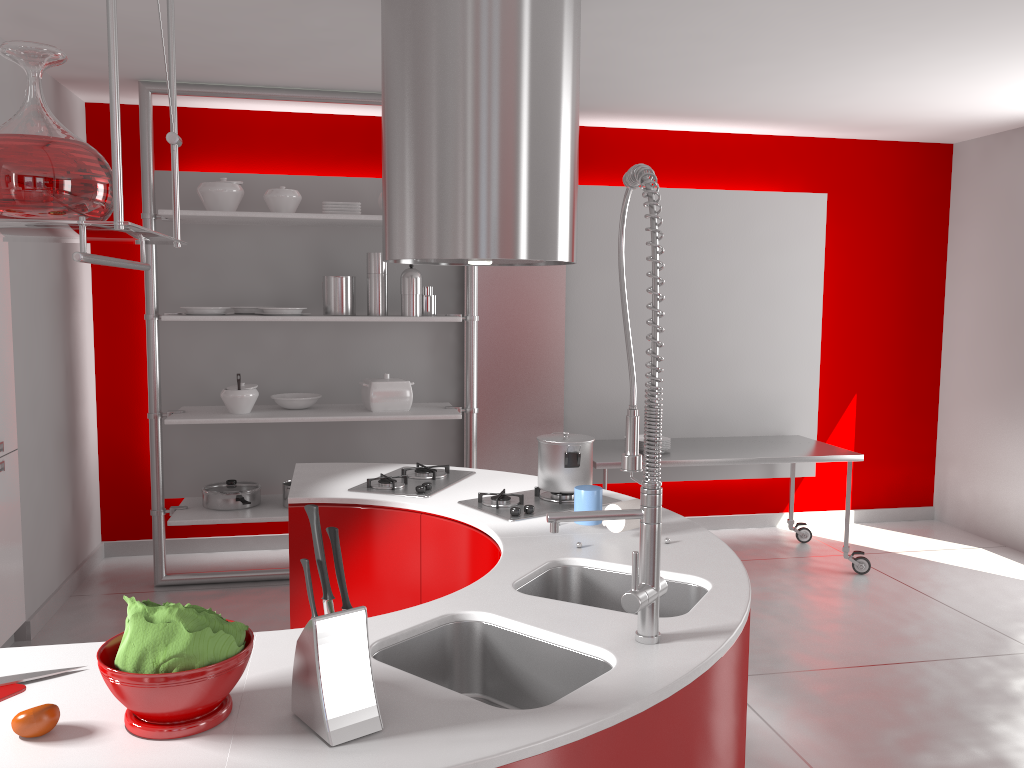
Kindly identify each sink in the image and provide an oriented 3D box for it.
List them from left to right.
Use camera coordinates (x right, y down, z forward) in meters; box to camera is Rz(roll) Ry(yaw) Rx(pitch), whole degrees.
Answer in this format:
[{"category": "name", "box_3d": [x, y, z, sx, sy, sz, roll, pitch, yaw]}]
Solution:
[{"category": "sink", "box_3d": [-0.040, 0.605, 1.654, 0.428, 0.172, 0.326, 5, 7, 39]}, {"category": "sink", "box_3d": [0.231, 0.568, 2.058, 0.428, 0.172, 0.326, 3, 6, 28]}]

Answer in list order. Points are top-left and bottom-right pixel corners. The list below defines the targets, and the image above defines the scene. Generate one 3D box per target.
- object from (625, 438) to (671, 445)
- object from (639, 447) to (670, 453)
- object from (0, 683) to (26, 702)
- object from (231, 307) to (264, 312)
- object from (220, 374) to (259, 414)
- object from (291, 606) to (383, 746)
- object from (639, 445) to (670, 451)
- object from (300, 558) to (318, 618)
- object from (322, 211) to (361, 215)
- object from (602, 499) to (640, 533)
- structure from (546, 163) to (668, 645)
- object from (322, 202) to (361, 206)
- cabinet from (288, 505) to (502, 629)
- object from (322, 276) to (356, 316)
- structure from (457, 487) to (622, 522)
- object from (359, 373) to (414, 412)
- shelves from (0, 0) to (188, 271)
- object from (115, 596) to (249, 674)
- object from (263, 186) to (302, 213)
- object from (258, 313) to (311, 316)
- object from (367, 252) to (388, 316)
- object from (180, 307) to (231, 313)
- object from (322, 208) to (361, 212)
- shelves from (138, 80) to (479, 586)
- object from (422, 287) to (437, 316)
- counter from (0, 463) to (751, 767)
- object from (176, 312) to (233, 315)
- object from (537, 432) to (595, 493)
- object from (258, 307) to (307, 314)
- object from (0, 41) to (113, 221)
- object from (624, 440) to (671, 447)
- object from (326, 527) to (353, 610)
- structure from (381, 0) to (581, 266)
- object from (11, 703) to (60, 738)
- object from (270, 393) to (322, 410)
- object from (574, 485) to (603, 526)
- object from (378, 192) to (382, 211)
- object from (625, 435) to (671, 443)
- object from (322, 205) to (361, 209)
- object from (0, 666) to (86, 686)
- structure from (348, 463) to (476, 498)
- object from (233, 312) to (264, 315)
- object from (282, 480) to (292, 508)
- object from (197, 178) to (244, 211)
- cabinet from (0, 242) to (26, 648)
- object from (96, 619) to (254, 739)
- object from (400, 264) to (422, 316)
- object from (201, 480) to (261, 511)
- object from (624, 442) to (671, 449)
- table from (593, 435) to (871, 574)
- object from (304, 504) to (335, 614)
[{"category": "object", "box_3d": [0.764, 0.324, 5.004, 0.228, 0.020, 0.228, -3, 6, -29]}, {"category": "object", "box_3d": [0.764, 0.365, 5.008, 0.228, 0.020, 0.228, -3, 6, -29]}, {"category": "object", "box_3d": [-0.956, 0.510, 1.437, 0.266, 0.006, 0.168, 2, 6, 15]}, {"category": "object", "box_3d": [-1.391, -0.393, 4.757, 0.244, 0.042, 0.244, -1, 6, -19]}, {"category": "object", "box_3d": [-1.417, 0.045, 4.615, 0.192, 0.214, 0.192, -2, 6, -25]}, {"category": "object", "box_3d": [-0.271, 0.433, 1.367, 0.091, 0.178, 0.137, -4, 7, -38]}, {"category": "object", "box_3d": [0.764, 0.355, 5.007, 0.228, 0.020, 0.228, -3, 6, -29]}, {"category": "object", "box_3d": [-0.302, 0.371, 1.359, 0.009, 0.197, 0.091, -4, 7, -40]}, {"category": "object", "box_3d": [-0.898, -0.888, 4.680, 0.200, 0.030, 0.200, -1, 6, -11]}, {"category": "object", "box_3d": [0.305, 0.362, 2.456, 0.100, 0.080, 0.109, -4, 7, -41]}, {"category": "structure", "box_3d": [0.216, 0.033, 1.713, 0.178, 0.920, 0.308, 4, 7, 32]}, {"category": "object", "box_3d": [-0.898, -0.934, 4.676, 0.200, 0.030, 0.200, -1, 6, -11]}, {"category": "cabinet", "box_3d": [-0.737, 0.866, 2.032, 1.025, 0.761, 1.875, 4, 7, 34]}, {"category": "object", "box_3d": [-0.915, -0.464, 4.673, 0.184, 0.205, 0.172, 0, 6, -6]}, {"category": "structure", "box_3d": [0.091, 0.364, 2.852, 0.457, 0.037, 0.303, -4, 7, -36]}, {"category": "object", "box_3d": [-0.681, 0.042, 4.819, 0.282, 0.197, 0.235, -2, 6, -21]}, {"category": "shelves", "box_3d": [-0.980, -0.680, 1.205, 0.934, 1.023, 0.462, -1, 6, -11]}, {"category": "object", "box_3d": [-0.511, 0.409, 1.383, 0.198, 0.182, 0.193, 0, 6, -6]}, {"category": "object", "box_3d": [-1.187, -0.944, 4.594, 0.192, 0.153, 0.192, 1, 6, 2]}, {"category": "object", "box_3d": [-1.178, -0.358, 4.561, 0.280, 0.015, 0.280, 2, 6, 18]}, {"category": "object", "box_3d": [-0.708, -0.523, 4.664, 0.109, 0.329, 0.110, -1, 6, -13]}, {"category": "object", "box_3d": [-1.554, -0.369, 4.499, 0.244, 0.042, 0.244, -2, 6, -27]}, {"category": "object", "box_3d": [-0.898, -0.903, 4.679, 0.200, 0.030, 0.200, -1, 6, -11]}, {"category": "shelves", "box_3d": [-1.035, -0.234, 4.729, 1.735, 2.599, 0.535, -1, 6, -11]}, {"category": "object", "box_3d": [-0.474, -0.454, 4.859, 0.127, 0.157, 0.127, 0, 6, -1]}, {"category": "counter", "box_3d": [-0.464, 0.899, 2.047, 1.868, 0.880, 2.865, 3, 6, 22]}, {"category": "object", "box_3d": [-1.554, -0.355, 4.500, 0.280, 0.015, 0.280, 3, 6, 26]}, {"category": "object", "box_3d": [0.174, 0.249, 2.897, 0.218, 0.185, 0.189, 5, 7, 41]}, {"category": "object", "box_3d": [-1.178, -0.372, 4.560, 0.244, 0.042, 0.244, -2, 6, -27]}, {"category": "object", "box_3d": [-0.703, -0.359, 1.312, 0.213, 0.266, 0.213, 2, 6, 17]}, {"category": "object", "box_3d": [0.764, 0.334, 5.005, 0.228, 0.020, 0.228, -3, 6, -29]}, {"category": "object", "box_3d": [-0.260, 0.370, 1.393, 0.012, 0.279, 0.130, -4, 7, -40]}, {"category": "structure", "box_3d": [-0.102, -0.875, 2.916, 0.644, 0.958, 0.644, -5, 8, -45]}, {"category": "object", "box_3d": [-0.712, 0.501, 1.327, 0.064, 0.048, 0.063, -3, 7, -33]}, {"category": "object", "box_3d": [-1.173, 0.099, 4.820, 0.272, 0.072, 0.272, 6, 8, 42]}, {"category": "object", "box_3d": [0.208, 0.344, 2.541, 0.080, 0.100, 0.109, -4, 7, -38]}, {"category": "object", "box_3d": [-0.575, -0.990, 4.769, 0.287, 0.222, 0.287, 4, 7, 33]}, {"category": "object", "box_3d": [0.764, 0.314, 5.003, 0.228, 0.020, 0.228, -3, 6, -29]}, {"category": "object", "box_3d": [-0.898, -0.918, 4.677, 0.200, 0.030, 0.200, -1, 6, -11]}, {"category": "object", "box_3d": [-0.906, 0.501, 1.465, 0.375, 0.008, 0.041, -3, 7, -34]}, {"category": "structure", "box_3d": [-0.345, 0.330, 3.159, 0.303, 0.037, 0.457, 2, 6, 19]}, {"category": "object", "box_3d": [-1.391, -0.379, 4.758, 0.280, 0.015, 0.280, 3, 6, 26]}, {"category": "object", "box_3d": [-1.141, 0.591, 4.766, 0.196, 0.122, 0.182, 5, 7, 36]}, {"category": "object", "box_3d": [-1.488, -0.959, 4.531, 0.231, 0.191, 0.231, 4, 6, 29]}, {"category": "cabinet", "box_3d": [-2.209, 0.252, 2.608, 0.614, 2.026, 2.398, -1, 6, -11]}, {"category": "object", "box_3d": [-0.521, 0.462, 1.386, 0.229, 0.118, 0.228, -4, 7, -40]}, {"category": "object", "box_3d": [-0.528, -0.493, 4.653, 0.115, 0.274, 0.115, -1, 6, -18]}, {"category": "object", "box_3d": [-1.506, 0.588, 4.725, 0.308, 0.130, 0.407, 0, 6, -4]}, {"category": "object", "box_3d": [0.764, 0.344, 5.006, 0.228, 0.020, 0.228, -3, 6, -29]}, {"category": "table", "box_3d": [1.158, 0.706, 5.164, 1.627, 0.682, 0.749, -1, 6, -10]}, {"category": "object", "box_3d": [-0.287, 0.355, 1.381, 0.014, 0.322, 0.150, -4, 7, -40]}]
